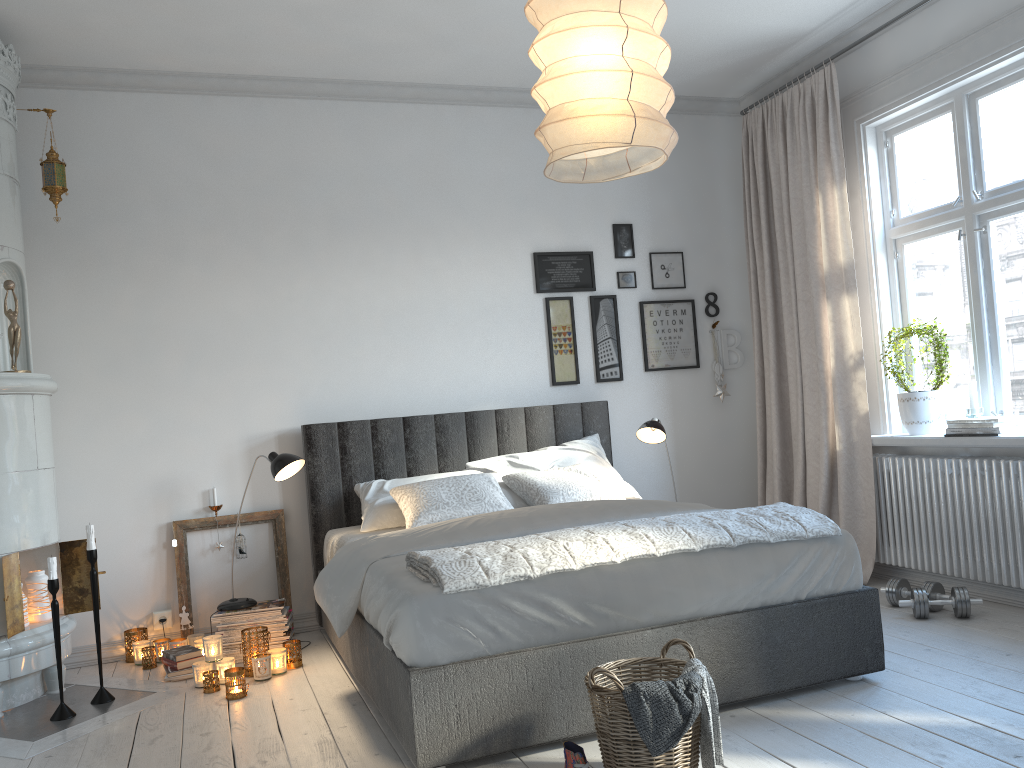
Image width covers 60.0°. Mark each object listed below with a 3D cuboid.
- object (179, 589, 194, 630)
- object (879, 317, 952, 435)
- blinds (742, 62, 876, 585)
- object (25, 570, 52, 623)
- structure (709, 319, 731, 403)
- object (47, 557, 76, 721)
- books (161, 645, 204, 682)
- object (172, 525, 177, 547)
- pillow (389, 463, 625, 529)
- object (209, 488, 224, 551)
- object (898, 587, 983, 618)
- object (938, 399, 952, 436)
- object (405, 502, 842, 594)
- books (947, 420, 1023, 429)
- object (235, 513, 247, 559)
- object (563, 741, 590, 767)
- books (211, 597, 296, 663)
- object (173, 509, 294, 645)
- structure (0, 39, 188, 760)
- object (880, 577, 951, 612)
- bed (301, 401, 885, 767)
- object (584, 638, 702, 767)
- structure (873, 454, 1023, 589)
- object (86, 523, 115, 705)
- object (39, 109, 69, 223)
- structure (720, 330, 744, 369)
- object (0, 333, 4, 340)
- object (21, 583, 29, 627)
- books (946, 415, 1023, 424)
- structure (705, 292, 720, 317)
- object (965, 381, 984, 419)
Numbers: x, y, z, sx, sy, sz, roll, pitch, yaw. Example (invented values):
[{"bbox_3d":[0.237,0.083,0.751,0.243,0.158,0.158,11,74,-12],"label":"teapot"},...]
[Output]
[{"bbox_3d":[-1.579,1.075,4.286,0.062,0.220,0.028,-4,-1,-25],"label":"object"},{"bbox_3d":[1.993,-0.040,4.345,0.216,0.574,0.385,-4,-1,-39],"label":"object"},{"bbox_3d":[1.526,-0.275,4.782,0.224,2.646,0.831,-4,-1,-19],"label":"blinds"},{"bbox_3d":[-1.986,0.889,3.715,0.098,0.210,0.098,-4,-1,-21],"label":"object"},{"bbox_3d":[1.242,-0.139,5.365,0.134,0.514,0.078,-4,-1,-32],"label":"structure"},{"bbox_3d":[-1.739,0.964,3.390,0.091,0.622,0.091,-4,-1,-41],"label":"object"},{"bbox_3d":[-1.438,1.221,3.886,0.175,0.095,0.262,-4,-2,-25],"label":"books"},{"bbox_3d":[-1.646,0.728,4.311,0.024,0.126,0.023,-4,-1,-36],"label":"object"},{"bbox_3d":[0.003,0.522,4.178,1.146,0.225,0.416,-4,-2,-27],"label":"pillow"},{"bbox_3d":[-1.463,0.668,4.394,0.067,0.320,0.067,-5,-1,29],"label":"object"},{"bbox_3d":[1.831,0.934,3.791,0.328,0.129,0.129,-5,-1,15],"label":"object"},{"bbox_3d":[2.034,0.156,4.161,0.059,0.165,0.196,-5,-2,30],"label":"object"},{"bbox_3d":[0.392,0.523,2.964,1.459,0.104,0.405,-4,-2,-20],"label":"object"},{"bbox_3d":[2.106,0.176,3.929,0.207,0.022,0.254,-4,-2,-19],"label":"books"},{"bbox_3d":[-1.350,0.754,4.413,0.062,0.228,0.063,-5,-1,4],"label":"object"},{"bbox_3d":[0.199,1.023,2.307,0.083,0.122,0.222,-4,-2,-20],"label":"object"},{"bbox_3d":[-1.192,1.140,4.110,0.346,0.232,0.245,-4,-1,-11],"label":"books"},{"bbox_3d":[-1.374,0.964,4.385,0.528,0.630,0.082,-4,-1,-19],"label":"object"},{"bbox_3d":[-2.123,-0.025,3.604,1.248,2.835,0.800,-5,-1,26],"label":"structure"},{"bbox_3d":[1.809,0.943,3.979,0.129,0.129,0.329,-4,-2,-35],"label":"object"},{"bbox_3d":[0.125,0.609,3.761,1.887,1.046,2.178,-4,-2,-19],"label":"bed"},{"bbox_3d":[0.363,0.895,2.375,0.319,0.351,0.319,-5,-1,12],"label":"object"},{"bbox_3d":[2.109,0.602,4.043,0.195,0.547,1.507,-4,-2,-20],"label":"structure"},{"bbox_3d":[-1.672,0.916,3.565,0.091,0.718,0.091,-5,-1,-10],"label":"object"},{"bbox_3d":[-2.049,-0.969,3.960,0.105,0.505,0.117,-6,-1,44],"label":"object"},{"bbox_3d":[1.351,-0.214,5.433,0.146,0.239,0.024,-4,-1,-19],"label":"structure"},{"bbox_3d":[-2.086,-0.123,3.487,0.059,0.165,0.196,-5,-2,25],"label":"object"},{"bbox_3d":[-2.021,0.903,3.606,0.093,0.179,0.093,-4,-1,-15],"label":"object"},{"bbox_3d":[2.106,0.157,3.925,0.203,0.015,0.269,-4,-2,-22],"label":"books"},{"bbox_3d":[1.215,-0.482,5.394,0.096,0.151,0.014,-4,-1,-19],"label":"structure"},{"bbox_3d":[2.080,0.068,3.996,0.074,0.173,0.074,-5,-1,26],"label":"object"}]
